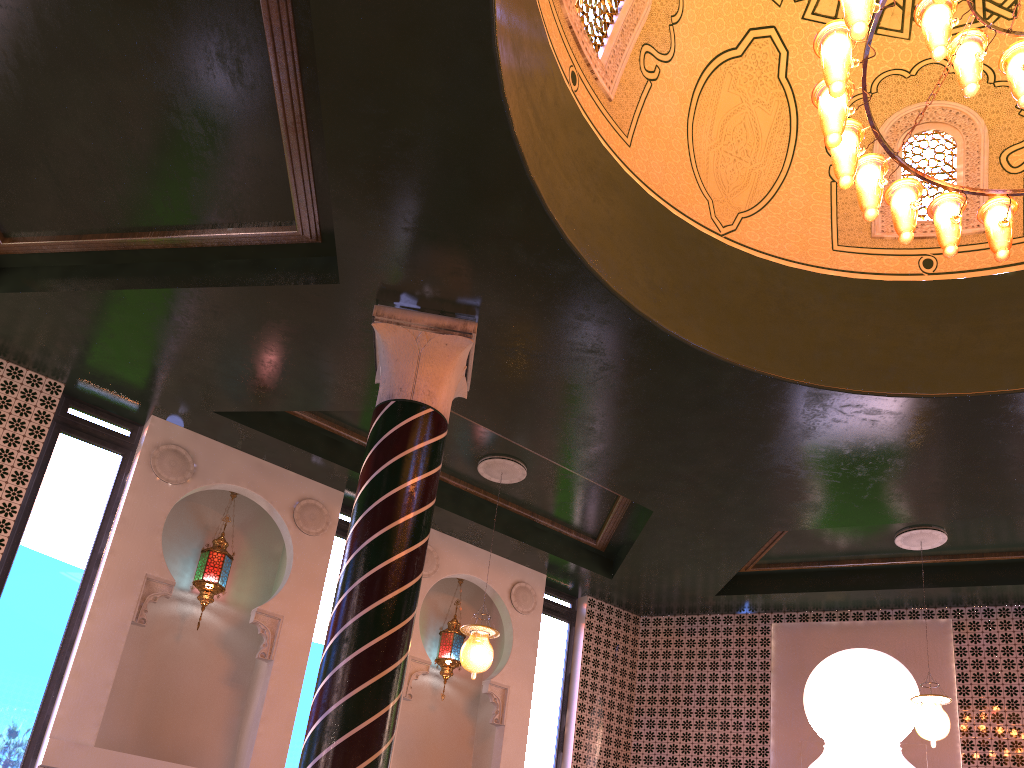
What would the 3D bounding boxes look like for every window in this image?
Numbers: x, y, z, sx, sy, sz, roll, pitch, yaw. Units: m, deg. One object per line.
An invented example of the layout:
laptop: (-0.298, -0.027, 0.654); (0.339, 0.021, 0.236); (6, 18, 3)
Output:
window: (-1.988, 3.396, 9.091); (0.806, 3.679, 0.095); (24, -28, -32)
window: (-4.268, 2.165, 7.609); (0.806, 3.679, 0.095); (24, -28, -32)
window: (2.848, -3.345, 4.949); (5.578, 1.078, 6.214); (-11, -36, 27)
window: (0.291, 4.626, 10.573); (0.806, 3.679, 0.095); (24, -28, -32)

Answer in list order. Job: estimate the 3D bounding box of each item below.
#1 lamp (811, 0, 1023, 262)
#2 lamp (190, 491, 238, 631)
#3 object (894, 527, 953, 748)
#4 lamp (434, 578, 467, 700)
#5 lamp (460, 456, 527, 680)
lamp: (2.980, -3.328, 4.849); (2.466, 4.237, 2.700); (6, -26, 4)
lamp: (-3.017, 1.782, 8.816); (0.336, 1.439, 0.379); (21, -27, -26)
object: (4.299, 2.629, 8.956); (0.526, 2.132, 0.558); (14, -25, -13)
lamp: (-0.717, 3.036, 10.332); (0.324, 1.439, 0.393); (4, -24, 10)
lamp: (-0.240, 1.856, 8.669); (0.526, 2.132, 0.558); (14, -25, -13)
